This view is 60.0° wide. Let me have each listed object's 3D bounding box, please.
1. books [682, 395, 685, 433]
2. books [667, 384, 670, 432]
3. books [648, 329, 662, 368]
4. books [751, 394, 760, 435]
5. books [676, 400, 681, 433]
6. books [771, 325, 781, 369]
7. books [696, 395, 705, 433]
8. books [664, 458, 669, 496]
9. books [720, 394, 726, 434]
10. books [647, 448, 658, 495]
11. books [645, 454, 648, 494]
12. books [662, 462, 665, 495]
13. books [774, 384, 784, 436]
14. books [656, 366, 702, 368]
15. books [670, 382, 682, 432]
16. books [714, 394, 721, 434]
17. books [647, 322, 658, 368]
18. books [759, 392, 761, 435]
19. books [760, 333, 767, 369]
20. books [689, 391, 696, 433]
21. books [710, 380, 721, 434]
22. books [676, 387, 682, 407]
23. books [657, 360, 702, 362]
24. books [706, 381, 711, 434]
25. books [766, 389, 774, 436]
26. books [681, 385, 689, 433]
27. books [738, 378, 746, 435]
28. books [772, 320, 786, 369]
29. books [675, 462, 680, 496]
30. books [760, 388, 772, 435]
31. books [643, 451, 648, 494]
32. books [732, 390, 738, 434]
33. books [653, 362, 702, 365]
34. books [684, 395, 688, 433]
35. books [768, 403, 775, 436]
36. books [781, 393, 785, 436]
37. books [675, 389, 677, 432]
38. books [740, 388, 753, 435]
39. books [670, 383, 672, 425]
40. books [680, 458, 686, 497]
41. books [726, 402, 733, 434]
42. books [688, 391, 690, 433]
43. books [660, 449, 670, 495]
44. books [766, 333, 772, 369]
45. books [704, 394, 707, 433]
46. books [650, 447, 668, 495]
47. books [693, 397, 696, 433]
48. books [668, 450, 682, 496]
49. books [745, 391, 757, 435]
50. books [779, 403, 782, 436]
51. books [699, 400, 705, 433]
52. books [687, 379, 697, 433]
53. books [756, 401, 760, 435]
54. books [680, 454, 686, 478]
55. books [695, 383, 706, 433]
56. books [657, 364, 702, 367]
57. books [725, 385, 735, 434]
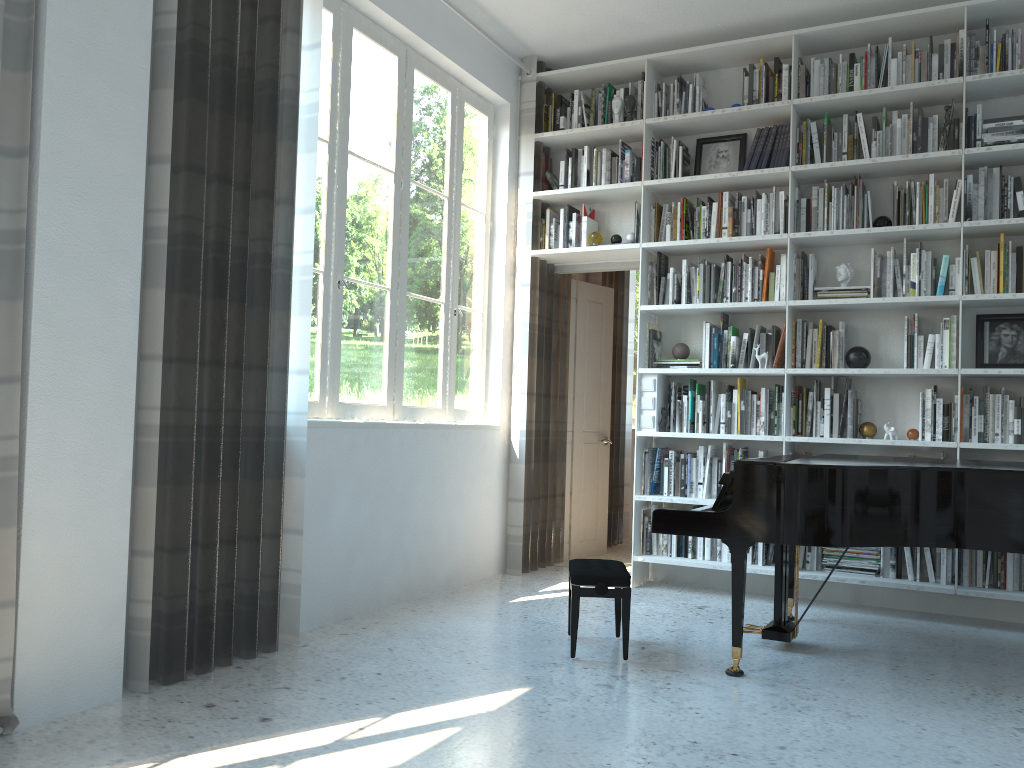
[{"bbox_3d":[1.039,0.179,5.242,0.015,0.218,0.176,1,-2,27],"label":"books"},{"bbox_3d":[0.957,0.145,5.295,0.008,0.285,0.159,1,-2,27],"label":"books"},{"bbox_3d":[0.861,-0.201,5.349,0.028,0.243,0.156,1,-2,27],"label":"books"},{"bbox_3d":[1.396,0.177,5.064,0.025,0.229,0.153,1,-2,27],"label":"books"},{"bbox_3d":[1.005,0.192,5.228,0.019,0.189,0.193,1,-2,27],"label":"books"},{"bbox_3d":[1.495,-0.199,5.026,0.021,0.251,0.154,1,-2,27],"label":"books"},{"bbox_3d":[1.113,0.179,5.188,0.015,0.219,0.190,1,-2,27],"label":"books"},{"bbox_3d":[0.941,0.549,5.259,0.022,0.220,0.187,1,-2,27],"label":"books"},{"bbox_3d":[1.241,0.175,5.133,0.027,0.230,0.159,1,-2,27],"label":"books"},{"bbox_3d":[0.847,0.520,5.300,0.011,0.277,0.189,1,-2,27],"label":"books"},{"bbox_3d":[0.836,0.539,5.323,0.029,0.239,0.154,1,-2,27],"label":"books"},{"bbox_3d":[0.930,0.561,5.289,0.024,0.197,0.148,1,-2,27],"label":"books"},{"bbox_3d":[1.501,0.149,4.988,0.014,0.286,0.179,1,-2,27],"label":"books"},{"bbox_3d":[1.007,-0.096,5.278,0.254,0.012,0.161,1,-3,28],"label":"books"},{"bbox_3d":[0.978,0.141,5.275,0.014,0.294,0.171,1,-2,27],"label":"books"},{"bbox_3d":[1.216,0.175,5.165,0.045,0.230,0.138,1,-2,27],"label":"books"},{"bbox_3d":[0.849,-0.221,5.368,0.012,0.285,0.159,1,-2,27],"label":"books"},{"bbox_3d":[1.432,0.169,5.043,0.010,0.246,0.160,1,-2,27],"label":"books"},{"bbox_3d":[1.442,-0.178,5.038,0.030,0.207,0.172,1,-2,27],"label":"books"},{"bbox_3d":[1.072,0.165,5.203,0.009,0.244,0.184,1,-2,27],"label":"books"},{"bbox_3d":[1.184,0.136,5.162,0.012,0.306,0.189,1,-2,27],"label":"books"},{"bbox_3d":[1.002,0.155,5.250,0.007,0.264,0.177,1,-2,27],"label":"books"},{"bbox_3d":[1.008,-0.132,5.279,0.254,0.012,0.161,1,-3,28],"label":"books"},{"bbox_3d":[1.165,0.139,5.159,0.019,0.300,0.180,1,-2,27],"label":"books"},{"bbox_3d":[1.462,0.163,5.030,0.013,0.260,0.142,1,-2,27],"label":"books"},{"bbox_3d":[1.027,0.148,5.242,0.008,0.279,0.164,1,-2,27],"label":"books"},{"bbox_3d":[1.322,0.129,5.091,0.021,0.322,0.172,1,-2,27],"label":"books"},{"bbox_3d":[1.523,-0.213,4.968,0.082,0.276,0.228,1,-2,27],"label":"books"},{"bbox_3d":[1.001,0.561,5.258,0.025,0.200,0.137,1,-2,27],"label":"books"},{"bbox_3d":[1.438,0.159,5.021,0.021,0.265,0.185,1,-2,27],"label":"books"},{"bbox_3d":[0.825,0.532,5.345,0.012,0.254,0.161,1,-2,27],"label":"books"},{"bbox_3d":[1.303,0.164,5.102,0.026,0.254,0.176,1,-2,27],"label":"books"},{"bbox_3d":[1.005,-0.120,5.272,0.285,0.012,0.159,0,-3,31],"label":"books"},{"bbox_3d":[1.046,0.179,5.224,0.015,0.217,0.180,1,-2,27],"label":"books"},{"bbox_3d":[1.484,0.202,5.017,0.041,0.181,0.141,1,-2,27],"label":"books"},{"bbox_3d":[1.535,0.173,4.977,0.010,0.240,0.174,1,-2,27],"label":"books"},{"bbox_3d":[0.997,0.160,5.274,0.022,0.257,0.141,1,-2,27],"label":"books"},{"bbox_3d":[1.339,0.160,5.072,0.028,0.260,0.181,1,-2,27],"label":"books"},{"bbox_3d":[0.967,0.143,5.289,0.016,0.289,0.152,1,-2,27],"label":"books"},{"bbox_3d":[1.030,0.548,5.211,0.028,0.223,0.189,1,-2,27],"label":"books"},{"bbox_3d":[1.273,0.199,5.104,0.029,0.181,0.190,1,-2,27],"label":"books"},{"bbox_3d":[1.069,0.167,5.221,0.014,0.243,0.171,1,-2,27],"label":"books"},{"bbox_3d":[0.916,0.523,5.297,0.010,0.273,0.150,1,-2,27],"label":"books"},{"bbox_3d":[1.472,-0.178,5.034,0.027,0.209,0.144,1,-2,27],"label":"books"},{"bbox_3d":[1.156,0.175,5.200,0.016,0.230,0.136,1,-2,27],"label":"books"},{"bbox_3d":[0.879,0.517,5.294,0.052,0.283,0.172,1,-2,27],"label":"books"},{"bbox_3d":[1.097,0.184,5.225,0.016,0.211,0.146,1,-2,27],"label":"books"},{"bbox_3d":[0.968,0.527,5.253,0.029,0.266,0.171,1,-2,27],"label":"books"},{"bbox_3d":[1.366,0.166,5.063,0.028,0.249,0.159,1,-2,27],"label":"books"},{"bbox_3d":[1.531,0.200,5.007,0.023,0.187,0.130,1,-2,27],"label":"books"},{"bbox_3d":[1.125,0.194,5.176,0.016,0.189,0.183,1,-2,27],"label":"books"},{"bbox_3d":[1.062,0.131,5.228,0.006,0.315,0.145,1,-2,27],"label":"books"},{"bbox_3d":[1.418,0.195,5.054,0.023,0.194,0.140,1,-2,27],"label":"books"},{"bbox_3d":[1.024,0.538,5.252,0.022,0.248,0.134,1,-2,27],"label":"books"},{"bbox_3d":[1.102,0.145,5.189,0.007,0.286,0.182,1,-2,27],"label":"books"},{"bbox_3d":[1.006,-0.108,5.274,0.254,0.012,0.161,1,-3,24],"label":"books"},{"bbox_3d":[1.259,0.149,5.123,0.014,0.282,0.150,1,-2,27],"label":"books"}]
